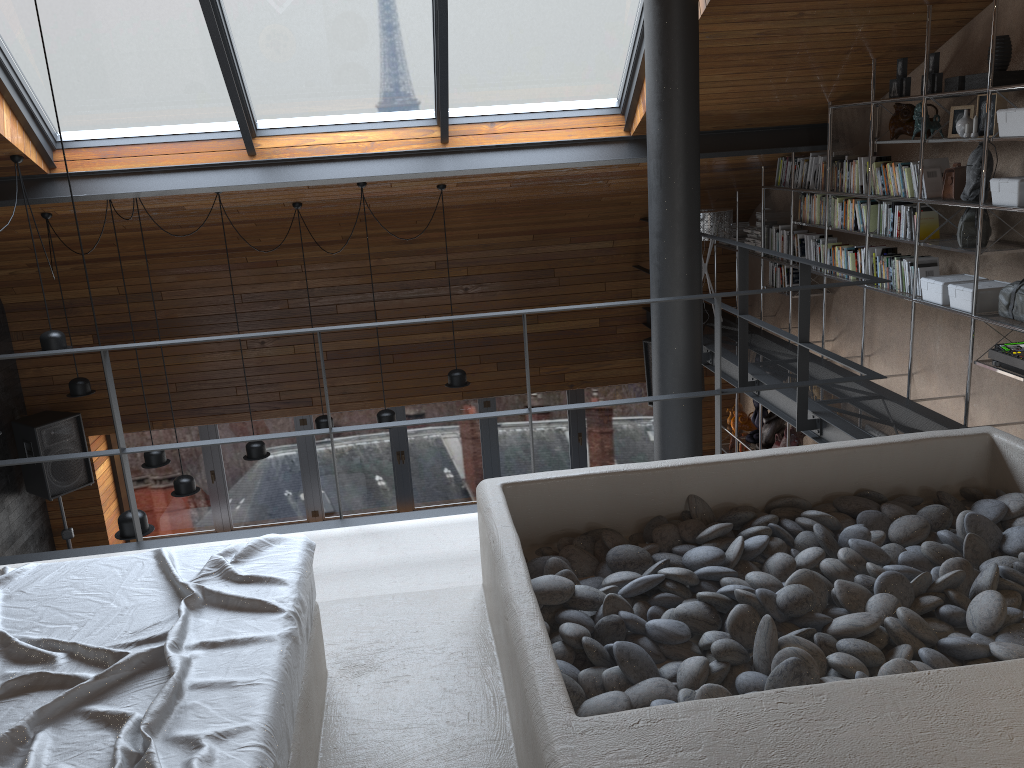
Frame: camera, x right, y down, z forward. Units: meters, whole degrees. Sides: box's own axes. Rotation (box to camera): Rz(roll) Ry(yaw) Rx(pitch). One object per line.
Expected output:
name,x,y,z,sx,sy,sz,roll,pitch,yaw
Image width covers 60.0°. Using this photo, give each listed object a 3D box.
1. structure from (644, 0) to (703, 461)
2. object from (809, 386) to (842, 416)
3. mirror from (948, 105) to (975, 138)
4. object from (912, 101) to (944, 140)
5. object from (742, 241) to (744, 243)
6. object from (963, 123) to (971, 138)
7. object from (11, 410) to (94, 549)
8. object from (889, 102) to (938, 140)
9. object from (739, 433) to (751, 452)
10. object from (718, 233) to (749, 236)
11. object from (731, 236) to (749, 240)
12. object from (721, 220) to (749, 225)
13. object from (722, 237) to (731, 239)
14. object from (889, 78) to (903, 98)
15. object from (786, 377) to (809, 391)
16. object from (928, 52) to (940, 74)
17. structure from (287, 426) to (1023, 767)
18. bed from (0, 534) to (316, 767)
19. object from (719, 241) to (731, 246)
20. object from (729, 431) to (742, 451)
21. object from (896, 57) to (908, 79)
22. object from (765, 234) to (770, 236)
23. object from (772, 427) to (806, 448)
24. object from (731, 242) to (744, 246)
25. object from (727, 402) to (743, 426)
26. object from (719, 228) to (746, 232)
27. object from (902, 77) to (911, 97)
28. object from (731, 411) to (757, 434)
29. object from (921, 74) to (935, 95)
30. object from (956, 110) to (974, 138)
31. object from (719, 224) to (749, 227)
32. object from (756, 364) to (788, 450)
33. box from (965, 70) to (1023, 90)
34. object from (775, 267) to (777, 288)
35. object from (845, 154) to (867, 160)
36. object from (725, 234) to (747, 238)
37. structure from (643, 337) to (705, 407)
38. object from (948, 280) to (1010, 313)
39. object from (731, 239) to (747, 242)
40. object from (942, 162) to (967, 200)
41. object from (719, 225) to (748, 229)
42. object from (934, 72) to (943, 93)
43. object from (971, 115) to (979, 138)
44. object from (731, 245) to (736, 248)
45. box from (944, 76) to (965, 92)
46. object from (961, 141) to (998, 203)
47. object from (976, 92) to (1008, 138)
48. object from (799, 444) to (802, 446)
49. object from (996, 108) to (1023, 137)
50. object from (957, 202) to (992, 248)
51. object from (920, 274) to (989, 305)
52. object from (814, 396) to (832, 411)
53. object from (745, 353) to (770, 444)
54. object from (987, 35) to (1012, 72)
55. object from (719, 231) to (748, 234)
structure,0.996,0.199,4.926,1.197,5.697,1.690,-5,15,-6
object,2.483,0.050,6.996,0.215,0.457,0.328,-4,15,-2
mirror,2.512,-1.461,4.936,0.069,0.168,0.130,-15,18,-35
object,2.432,-1.542,5.177,0.197,0.220,0.102,-10,16,-21
object,2.138,-1.318,8.149,0.201,0.013,0.161,-5,15,-6
object,2.426,-1.350,4.724,0.037,0.077,0.037,-9,16,-20
object,-4.150,1.434,8.172,0.686,2.297,0.640,5,17,30
object,2.431,-1.598,5.373,0.278,0.222,0.138,8,19,38
object,2.281,0.585,8.669,0.060,0.223,0.267,8,19,38
object,2.100,-1.422,8.376,0.246,0.016,0.182,-5,15,-6
object,2.129,-1.347,8.149,0.203,0.013,0.161,-5,15,-6
object,2.090,-1.522,8.379,0.246,0.016,0.182,-5,15,-6
object,2.116,-1.398,8.408,0.216,0.012,0.161,-5,15,-6
object,2.351,-1.805,5.424,0.029,0.117,0.086,-9,16,-20
object,2.387,-0.052,7.425,0.207,0.442,0.328,-7,15,-13
object,2.434,-1.849,5.115,0.029,0.114,0.084,-2,15,5
structure,-0.369,0.702,1.668,4.614,1.120,2.635,-5,15,-6
bed,-1.398,0.904,1.583,2.011,0.484,1.827,-5,15,-6
object,2.106,-1.342,8.414,0.234,0.025,0.176,-5,15,-6
object,2.250,0.531,8.861,0.116,0.229,0.233,6,18,32
object,2.352,-1.904,5.347,0.029,0.114,0.084,-4,15,1
object,2.229,-1.277,7.528,0.217,0.013,0.161,-5,15,-6
object,2.349,0.509,7.561,0.219,0.440,0.463,-5,15,-6
object,2.151,-1.301,8.155,0.262,0.025,0.176,-5,15,-6
object,2.222,0.296,8.818,0.233,0.209,0.107,-9,16,-19
object,2.094,-1.459,8.367,0.252,0.028,0.180,-5,15,-6
object,2.373,-1.781,5.331,0.029,0.117,0.086,0,15,13
object,2.258,0.359,8.577,0.278,0.222,0.139,-3,15,4
object,2.438,-1.751,5.192,0.029,0.117,0.086,-8,15,-15
object,2.466,-1.417,4.824,0.091,0.146,0.091,4,17,26
object,2.093,-1.504,8.372,0.246,0.016,0.182,-5,15,-6
object,2.350,0.189,7.975,0.305,0.839,0.238,-5,15,-4
box,2.521,-1.582,4.621,0.208,0.079,0.207,-6,15,-9
object,2.233,-0.882,7.340,0.111,0.174,0.011,-5,15,-6
object,2.358,-1.447,6.087,0.146,0.240,0.023,-5,15,-6
object,2.112,-1.410,8.395,0.224,0.017,0.168,-5,15,-6
structure,1.614,-0.139,8.688,0.462,0.735,0.488,10,20,42
object,2.588,-0.480,4.869,0.295,0.136,0.228,-5,15,-6
object,2.156,-1.329,8.132,0.228,0.016,0.182,-5,15,-6
object,2.503,-1.149,5.013,0.082,0.201,0.227,11,21,43
object,2.102,-1.487,8.378,0.233,0.021,0.174,-5,15,-6
object,2.452,-1.726,5.098,0.029,0.117,0.086,1,16,18
object,2.441,-1.357,4.672,0.037,0.114,0.037,-9,16,-20
object,2.140,-1.270,8.167,0.201,0.012,0.161,-5,15,-6
box,2.500,-1.637,4.831,0.208,0.079,0.207,-2,15,7
object,2.512,-1.134,4.778,0.157,0.339,0.229,2,16,20
object,2.500,-1.402,4.626,0.062,0.219,0.157,-5,15,-6
object,2.390,0.653,7.180,0.255,0.356,0.167,0,15,12
object,2.574,-1.290,4.345,0.295,0.136,0.228,-5,15,-6
object,2.563,-0.891,4.916,0.166,0.240,0.390,3,17,25
object,2.553,-0.547,5.126,0.295,0.136,0.228,-5,15,-6
object,2.387,0.218,6.754,0.208,0.280,0.131,-10,16,-24
object,2.292,0.102,8.224,0.244,0.879,0.244,2,16,21
object,2.521,-1.704,4.584,0.115,0.177,0.115,1,16,18
object,2.099,-1.437,8.373,0.246,0.016,0.182,-5,15,-6
